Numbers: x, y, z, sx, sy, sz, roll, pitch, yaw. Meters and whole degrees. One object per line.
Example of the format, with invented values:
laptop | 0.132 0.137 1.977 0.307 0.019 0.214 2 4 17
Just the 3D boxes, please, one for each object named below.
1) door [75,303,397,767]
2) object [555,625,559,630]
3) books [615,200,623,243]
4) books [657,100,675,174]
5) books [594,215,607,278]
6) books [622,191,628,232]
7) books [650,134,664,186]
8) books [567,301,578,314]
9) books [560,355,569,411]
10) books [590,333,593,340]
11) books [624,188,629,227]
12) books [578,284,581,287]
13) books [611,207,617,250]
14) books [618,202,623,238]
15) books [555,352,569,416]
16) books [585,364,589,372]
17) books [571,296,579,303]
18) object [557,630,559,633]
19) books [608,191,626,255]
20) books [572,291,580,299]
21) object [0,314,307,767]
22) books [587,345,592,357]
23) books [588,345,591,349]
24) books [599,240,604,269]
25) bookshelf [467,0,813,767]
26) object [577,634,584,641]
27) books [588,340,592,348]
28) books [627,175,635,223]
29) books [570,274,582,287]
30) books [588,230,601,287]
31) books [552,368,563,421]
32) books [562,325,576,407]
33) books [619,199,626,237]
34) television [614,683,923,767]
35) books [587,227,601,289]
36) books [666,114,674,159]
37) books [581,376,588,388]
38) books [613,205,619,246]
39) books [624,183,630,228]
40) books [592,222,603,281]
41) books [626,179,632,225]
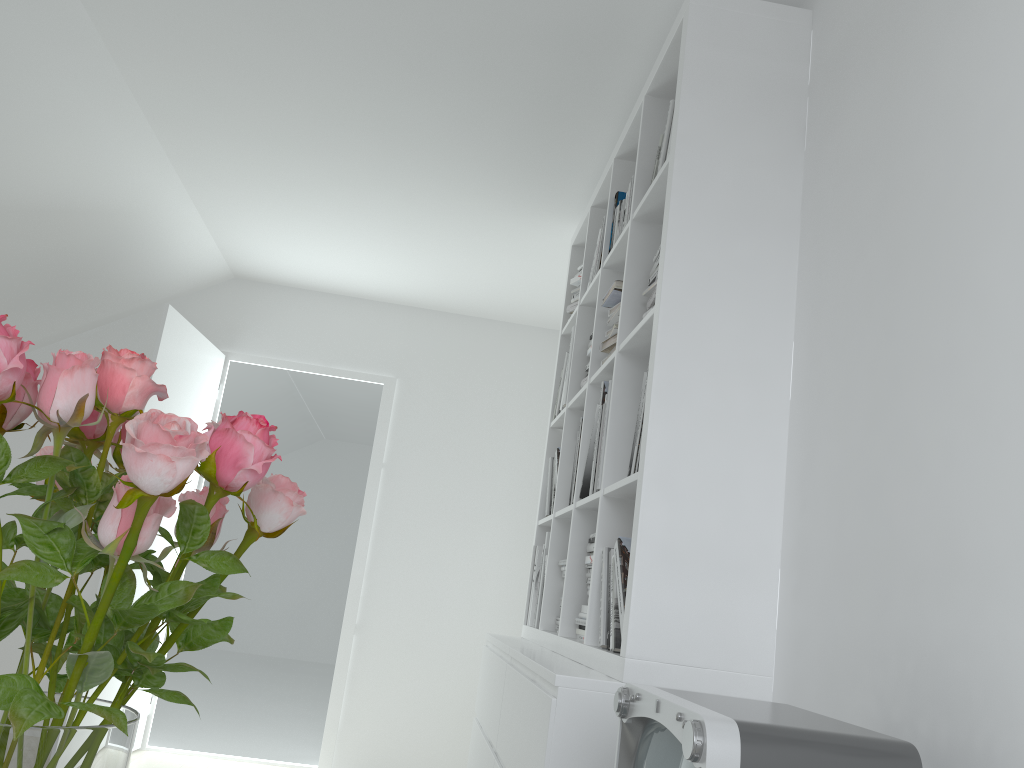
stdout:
door | -1.468 0.803 4.448 0.688 2.055 1.397 -5 -18 42
object | 0.233 0.765 2.734 0.159 0.012 0.285 9 -14 -5
books | 0.378 -0.471 2.703 0.120 0.167 0.020 9 -14 -5
books | 0.471 -0.596 2.291 0.172 0.235 0.112 9 -14 -5
books | 0.368 -0.437 2.959 0.161 0.222 0.084 9 -14 -5
books | 0.388 -0.486 2.650 0.109 0.171 0.018 9 -14 -5
books | 0.456 -0.545 2.391 0.161 0.210 0.127 9 -14 -5
books | 0.358 -0.295 3.366 0.180 0.028 0.296 14 -15 -24
books | 0.280 -0.009 3.217 0.174 0.242 0.105 9 -14 -5
books | 0.364 -0.178 2.941 0.159 0.012 0.285 9 -14 -5
books | 0.399 -0.492 2.633 0.128 0.178 0.022 9 -14 -5
books | 0.356 -0.385 3.405 0.161 0.013 0.256 10 -14 -10
books | 0.366 -0.461 2.752 0.107 0.167 0.017 9 -14 -5
books | 0.379 -0.469 2.683 0.110 0.153 0.018 9 -14 -5
books | 0.266 0.012 3.296 0.172 0.235 0.112 9 -14 -5
books | 0.359 -0.065 2.933 0.167 0.017 0.263 10 -14 -10
books | 0.376 -0.328 3.386 0.182 0.016 0.288 14 -15 -24
object | 0.237 0.775 2.716 0.161 0.012 0.254 9 -14 -5
books | 0.383 -0.482 2.795 0.140 0.231 0.042 9 -14 -5
books | 0.362 -0.345 3.394 0.167 0.017 0.263 13 -14 -19
object | -0.384 0.262 0.709 0.350 0.599 0.327 4 -14 15
books | 0.360 -0.123 2.934 0.174 0.021 0.273 9 -14 -5
books | 0.367 -0.136 2.948 0.161 0.013 0.254 10 -14 -10
books | 0.385 -0.466 2.891 0.170 0.251 0.118 9 -14 -5
bookshelf | 0.259 0.404 2.609 0.440 2.416 1.595 9 -14 -5
object | 0.315 0.693 2.352 0.232 0.014 0.314 9 -14 -5
books | 0.371 -0.157 2.940 0.176 0.025 0.331 9 -14 -5
books | 0.401 -0.509 2.561 0.128 0.179 0.022 9 -14 -5
books | 0.366 -0.403 3.394 0.174 0.021 0.273 14 -15 -24
books | 0.366 -0.406 3.054 0.167 0.210 0.162 9 -14 -5
books | 0.251 0.062 3.396 0.161 0.210 0.127 9 -14 -5
books | 0.283 -0.051 3.147 0.176 0.290 0.053 9 -14 -5
books | 0.379 -0.474 2.665 0.110 0.153 0.019 9 -14 -5
television | 0.293 0.621 1.166 0.273 0.374 0.414 9 -14 -5
books | 0.372 -0.404 3.092 0.186 0.226 0.173 9 -14 -5
books | 0.485 -0.617 2.211 0.174 0.242 0.105 9 -14 -5
books | 0.351 -0.015 2.905 0.180 0.028 0.296 10 -14 -10
books | 0.368 -0.464 2.728 0.106 0.162 0.032 9 -14 -5
books | 0.404 -0.500 2.609 0.134 0.184 0.030 9 -14 -5
books | 0.366 -0.427 2.992 0.161 0.218 0.101 9 -14 -5
books | 0.400 -0.504 2.582 0.128 0.178 0.021 9 -14 -5
